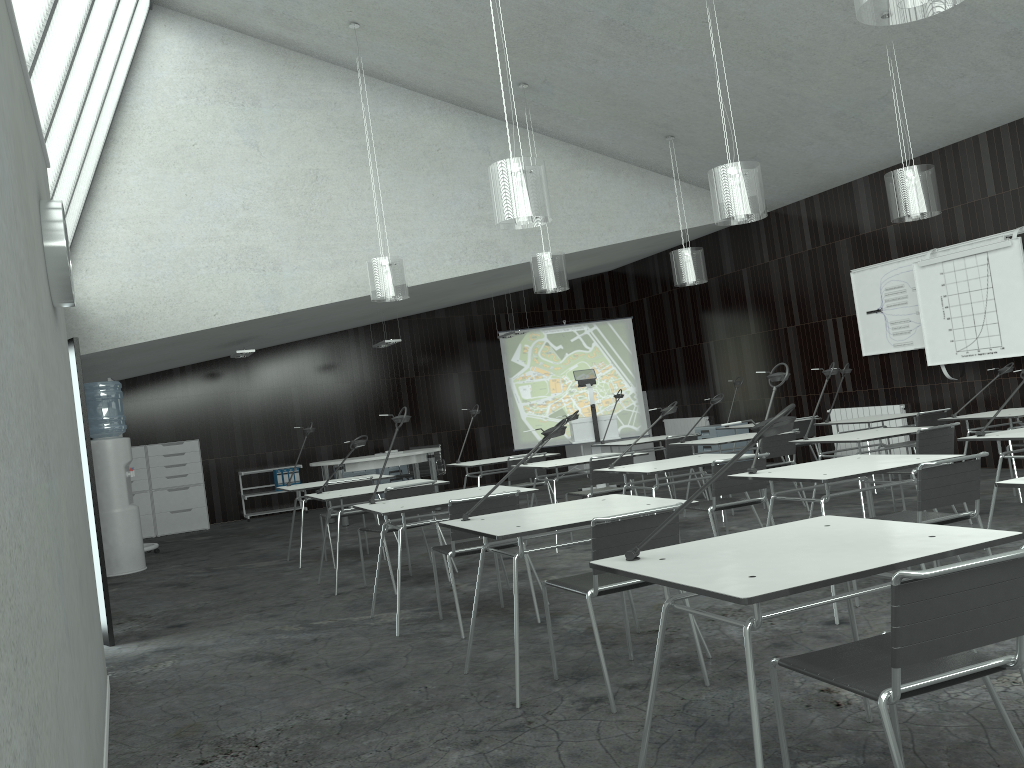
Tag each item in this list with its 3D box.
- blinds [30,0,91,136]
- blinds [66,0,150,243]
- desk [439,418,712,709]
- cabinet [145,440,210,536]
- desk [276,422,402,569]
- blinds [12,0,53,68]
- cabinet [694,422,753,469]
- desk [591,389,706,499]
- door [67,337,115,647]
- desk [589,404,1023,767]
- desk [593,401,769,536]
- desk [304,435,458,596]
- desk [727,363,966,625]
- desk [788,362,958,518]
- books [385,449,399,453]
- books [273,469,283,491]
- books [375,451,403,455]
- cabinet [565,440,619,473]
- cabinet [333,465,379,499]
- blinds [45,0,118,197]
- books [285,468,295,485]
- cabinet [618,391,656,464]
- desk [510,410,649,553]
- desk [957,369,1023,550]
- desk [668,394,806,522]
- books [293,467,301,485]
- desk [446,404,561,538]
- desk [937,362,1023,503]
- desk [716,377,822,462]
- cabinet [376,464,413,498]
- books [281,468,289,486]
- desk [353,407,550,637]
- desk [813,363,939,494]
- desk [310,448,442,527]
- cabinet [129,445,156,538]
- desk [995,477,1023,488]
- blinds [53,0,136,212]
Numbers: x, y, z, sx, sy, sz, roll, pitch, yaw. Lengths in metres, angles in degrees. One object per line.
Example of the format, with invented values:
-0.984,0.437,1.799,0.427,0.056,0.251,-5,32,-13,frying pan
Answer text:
-2.350,-2.667,4.937,1.094,2.949,0.889,-6,-2,-24,blinds
-3.547,-2.450,7.641,1.106,2.982,0.889,-6,-2,-24,blinds
0.238,0.743,3.739,0.900,1.153,0.700,-6,-2,-24,desk
-4.386,1.494,11.603,0.639,1.292,0.587,-6,-2,-24,cabinet
-1.539,1.005,7.730,0.900,1.321,0.700,-6,-2,-24,desk
-1.950,-2.745,4.036,1.094,2.949,0.889,-6,-2,-24,blinds
2.907,0.943,12.165,0.598,0.648,0.502,-6,-2,-25,cabinet
1.364,0.690,9.024,0.900,1.321,0.700,-6,-2,-24,desk
-2.743,0.727,5.443,0.365,2.020,0.940,-6,-2,-24,door
0.779,0.634,2.386,0.900,1.153,0.700,-6,-2,-24,desk
1.090,0.702,5.705,0.900,1.153,0.700,-6,-2,-24,desk
-0.964,0.975,6.368,0.900,1.153,0.700,-6,-2,-24,desk
1.643,0.507,4.379,0.900,1.321,0.700,-6,-2,-24,desk
2.571,0.457,6.365,0.900,1.321,0.700,-6,-2,-24,desk
-1.443,0.892,10.607,0.164,0.032,0.183,-7,-2,-11,books
-3.221,1.472,12.227,0.072,0.320,0.262,-6,-2,-24,books
-1.476,0.923,10.633,0.210,0.021,0.297,-5,-2,-41,books
1.243,0.881,14.156,0.639,1.285,0.587,-6,-2,-24,cabinet
-2.203,1.583,12.562,0.502,0.648,0.598,-6,-2,-25,cabinet
-2.750,-2.589,5.836,1.094,2.949,0.889,-6,-2,-24,blinds
-3.075,1.457,12.293,0.072,0.320,0.262,-6,-2,-24,books
1.830,0.818,14.422,0.639,1.285,0.587,-6,-2,-24,cabinet
0.548,0.813,7.083,0.900,1.153,0.700,-6,-2,-24,desk
3.166,0.426,5.060,0.900,1.153,0.700,-6,-2,-24,desk
1.938,0.662,7.693,0.900,1.153,0.700,-6,-2,-24,desk
-3.007,1.449,12.324,0.072,0.320,0.262,-6,-2,-24,books
-0.084,0.847,8.356,0.900,1.321,0.700,-6,-2,-23,desk
3.992,0.388,7.026,0.900,1.153,0.700,-6,-2,-24,desk
2.802,0.535,9.685,0.900,1.321,0.700,-6,-2,-25,desk
-1.737,1.533,12.774,0.502,0.648,0.598,-6,-2,-25,cabinet
-3.143,1.464,12.262,0.072,0.320,0.262,-6,-2,-24,books
-0.383,0.777,5.045,0.900,1.321,0.700,-6,-2,-23,desk
3.438,0.415,8.374,0.900,1.321,0.700,-6,-2,-26,desk
-1.514,1.345,10.497,1.600,0.818,0.910,-6,-2,-29,desk
-4.973,1.557,11.337,0.639,1.292,0.587,-6,-2,-24,cabinet
2.305,0.468,3.073,0.900,1.153,0.700,-6,-2,-24,desk
-3.146,-2.528,6.740,1.106,2.982,0.889,-6,-2,-24,blinds
